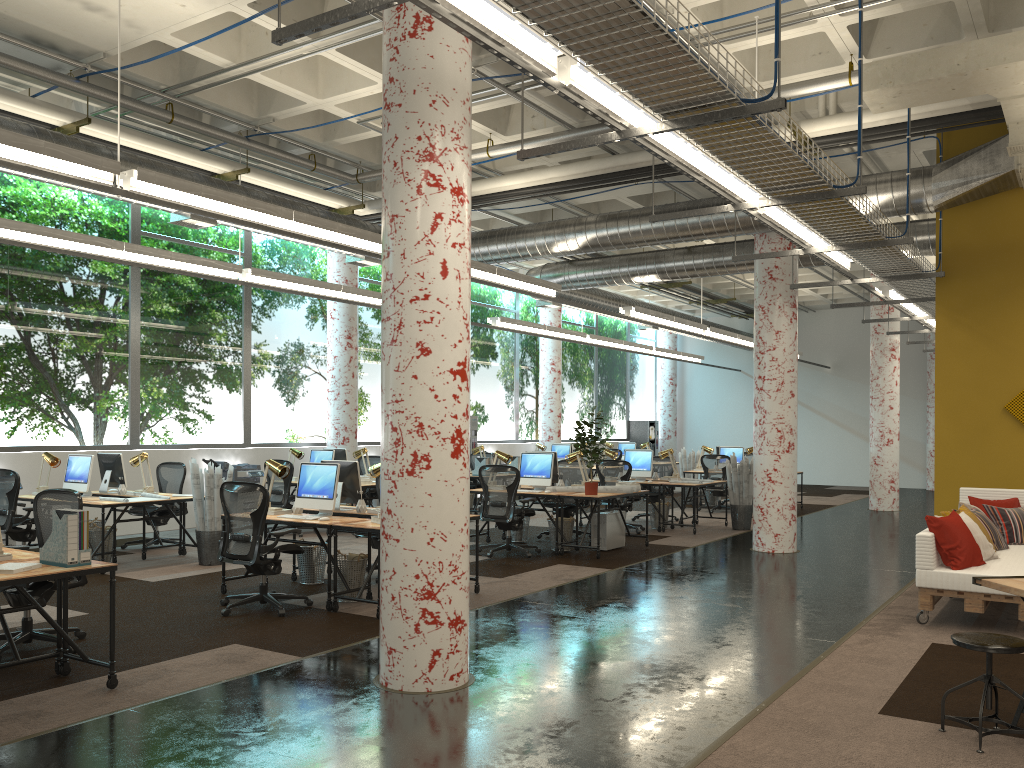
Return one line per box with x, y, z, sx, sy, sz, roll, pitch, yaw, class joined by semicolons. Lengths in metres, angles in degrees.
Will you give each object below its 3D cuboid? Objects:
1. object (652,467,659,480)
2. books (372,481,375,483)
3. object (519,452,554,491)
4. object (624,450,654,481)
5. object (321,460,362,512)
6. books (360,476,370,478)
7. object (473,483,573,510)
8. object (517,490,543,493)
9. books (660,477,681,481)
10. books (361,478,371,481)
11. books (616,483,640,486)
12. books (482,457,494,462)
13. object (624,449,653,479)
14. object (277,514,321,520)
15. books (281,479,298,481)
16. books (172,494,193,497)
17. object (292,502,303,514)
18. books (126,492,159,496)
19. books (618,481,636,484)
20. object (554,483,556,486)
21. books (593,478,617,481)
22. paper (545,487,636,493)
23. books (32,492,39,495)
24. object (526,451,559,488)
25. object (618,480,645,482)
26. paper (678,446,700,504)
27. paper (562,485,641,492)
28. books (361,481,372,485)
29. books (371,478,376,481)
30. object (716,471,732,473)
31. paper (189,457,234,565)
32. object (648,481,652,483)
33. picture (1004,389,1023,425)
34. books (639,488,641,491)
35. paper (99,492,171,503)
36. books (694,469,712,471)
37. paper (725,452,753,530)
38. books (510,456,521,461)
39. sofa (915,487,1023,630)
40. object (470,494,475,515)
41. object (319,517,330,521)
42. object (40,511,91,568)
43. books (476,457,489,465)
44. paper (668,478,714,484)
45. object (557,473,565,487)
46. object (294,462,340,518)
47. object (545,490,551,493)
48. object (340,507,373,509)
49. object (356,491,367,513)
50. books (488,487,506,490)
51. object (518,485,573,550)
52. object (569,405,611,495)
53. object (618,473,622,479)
2.299;1.433;14.183;0.101;0.209;0.101;0;-1;-12;object
-1.975;1.451;13.114;0.243;0.019;0.205;0;-3;11;books
0.317;1.107;11.176;0.484;0.485;0.190;-1;-1;33;object
1.979;1.275;13.833;0.484;0.485;0.190;-1;-1;33;object
-1.668;0.984;8.576;0.484;0.485;0.190;-1;-1;33;object
-2.151;1.337;12.757;0.153;0.030;0.185;2;-3;-29;books
0.324;2.230;17.921;0.366;0.437;3.412;-1;-3;43;object
0.172;1.330;11.004;0.439;0.017;0.119;-2;-3;33;object
2.546;1.517;14.164;0.309;0.038;0.226;-2;-3;33;books
-2.137;1.369;12.762;0.193;0.044;0.257;1;-3;-9;books
1.487;1.293;11.364;0.193;0.044;0.257;3;-4;-39;books
-0.421;1.427;15.341;0.233;0.310;0.068;0;0;33;books
2.050;1.306;14.418;0.484;0.485;0.190;-1;-1;33;object
-1.884;1.176;7.819;0.439;0.017;0.119;-2;-3;33;object
-3.335;1.453;13.501;0.309;0.038;0.226;-2;-3;33;books
-3.811;1.295;10.277;0.243;0.019;0.205;1;-3;-19;books
-1.989;1.102;8.226;0.101;0.209;0.101;0;-1;-12;object
-4.346;1.287;10.413;0.309;0.038;0.226;-2;-3;33;books
1.478;1.261;11.352;0.185;0.030;0.153;-1;-3;31;books
0.834;2.335;19.924;0.359;0.435;0.353;0;-1;30;object
1.481;1.508;14.088;0.309;0.038;0.226;-2;-3;33;books
0.952;1.296;10.896;1.134;0.082;0.083;0;-1;8;paper
-5.411;1.278;10.336;0.309;0.038;0.226;-2;-3;33;books
0.388;1.138;11.761;0.484;0.485;0.190;-1;-1;33;object
1.834;1.498;13.661;0.439;0.017;0.119;-2;-3;33;object
3.659;1.883;18.303;0.440;1.198;0.412;0;0;11;paper
1.044;1.303;11.035;1.134;0.082;0.083;0;-1;-2;paper
-2.151;1.415;12.739;0.200;0.050;0.272;2;-3;-29;books
-2.270;1.462;13.577;0.309;0.038;0.226;-2;-3;33;books
4.100;1.680;16.935;0.439;0.017;0.119;-2;-3;33;object
-3.375;1.411;9.896;0.440;1.198;0.412;0;0;11;paper
2.105;1.483;13.475;0.059;0.029;0.106;-1;-3;34;object
5.494;0.244;9.461;0.424;0.424;0.047;-1;0;33;picture
1.487;1.339;11.337;0.271;0.050;0.200;-1;-3;31;books
-4.154;1.251;9.762;0.568;0.061;0.626;-1;-3;31;paper
3.746;1.689;17.361;0.309;0.038;0.226;-2;-3;33;books
3.516;1.640;13.647;0.440;1.198;0.412;0;0;11;paper
0.053;1.466;16.063;0.233;0.310;0.068;0;0;33;books
4.757;1.453;7.525;2.018;0.931;2.858;-1;-3;33;sofa
-0.831;2.108;15.714;0.359;0.435;0.353;0;-1;30;object
-1.613;1.161;7.633;0.059;0.029;0.106;-1;-3;34;object
-2.580;0.891;5.116;0.280;0.302;0.150;-1;-1;33;object
-0.502;1.420;15.217;0.233;0.310;0.068;0;0;33;books
2.738;1.481;13.513;0.568;0.061;0.626;-1;-3;31;paper
0.637;1.265;11.526;0.101;0.209;0.101;0;-1;-12;object
-1.739;0.953;7.990;0.484;0.485;0.190;-1;-1;33;object
0.443;1.315;10.818;0.059;0.029;0.106;-1;-3;34;object
-1.526;1.226;8.748;0.439;0.017;0.119;-2;-3;33;object
-1.419;1.111;8.341;0.101;0.209;0.101;0;-1;-12;object
-0.182;1.340;11.431;0.309;0.038;0.226;-2;-3;33;books
0.392;1.610;11.235;0.848;0.933;0.104;0;0;28;object
0.919;0.780;10.512;0.513;1.077;0.439;0;0;24;object
1.729;1.424;14.069;0.101;0.209;0.101;0;-1;-12;object
